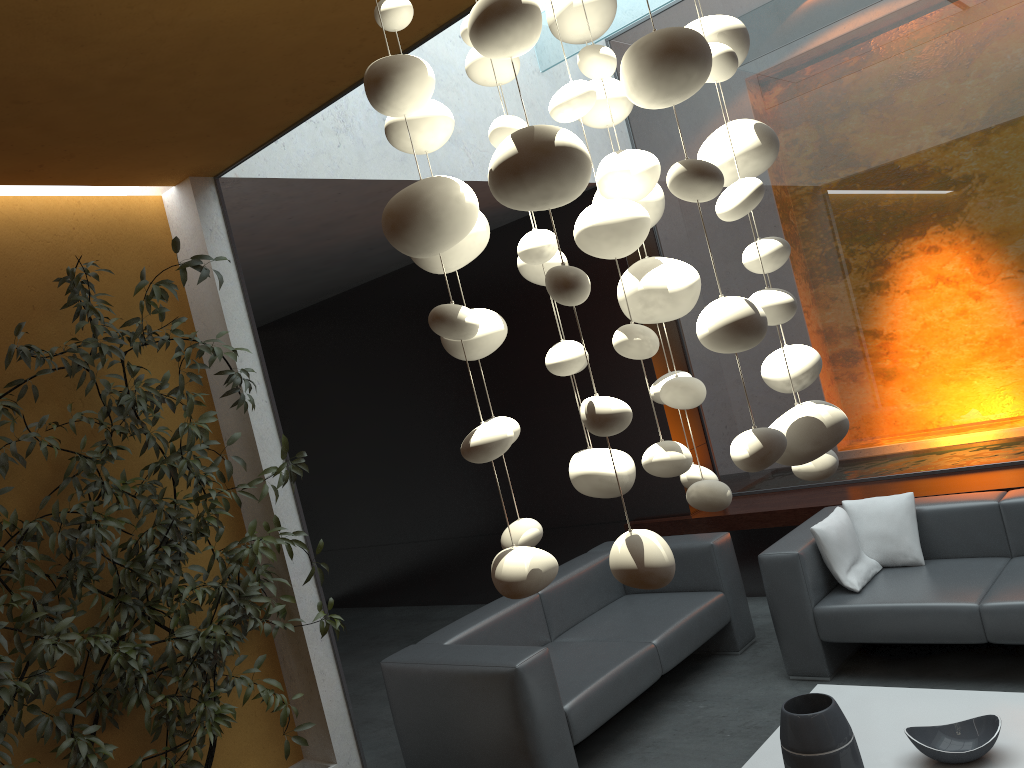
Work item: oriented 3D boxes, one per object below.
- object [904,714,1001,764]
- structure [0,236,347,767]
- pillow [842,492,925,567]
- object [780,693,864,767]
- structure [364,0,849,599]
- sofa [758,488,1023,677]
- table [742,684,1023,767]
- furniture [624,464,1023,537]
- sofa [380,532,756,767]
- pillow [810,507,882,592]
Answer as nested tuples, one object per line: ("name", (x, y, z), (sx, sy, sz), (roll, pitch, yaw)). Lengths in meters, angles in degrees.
("object", (1.548, 1.247, 3.094), (0.317, 0.125, 0.223), (-14, 0, 8))
("structure", (-1.962, 0.791, 2.639), (0.622, 2.483, 3.166), (-14, 0, 40))
("pillow", (1.944, 0.777, 4.659), (0.376, 0.361, 0.169), (-14, 0, 39))
("object", (1.075, 1.270, 3.110), (0.265, 0.309, 0.265), (-14, 0, 13))
("structure", (0.080, -0.467, 1.520), (1.002, 1.529, 1.002), (-14, 0, 0))
("sofa", (2.593, 0.844, 3.937), (2.781, 0.652, 0.943), (-14, 0, 41))
("table", (1.441, 1.415, 3.295), (1.000, 0.150, 1.000), (-14, 0, 41))
("furniture", (3.207, 0.483, 4.711), (6.000, 0.109, 0.600), (-14, 0, 41))
("sofa", (0.390, 1.399, 4.722), (0.943, 0.652, 2.025), (-14, 0, 41))
("pillow", (1.700, 0.840, 4.522), (0.186, 0.358, 0.376), (-14, 0, 40))
